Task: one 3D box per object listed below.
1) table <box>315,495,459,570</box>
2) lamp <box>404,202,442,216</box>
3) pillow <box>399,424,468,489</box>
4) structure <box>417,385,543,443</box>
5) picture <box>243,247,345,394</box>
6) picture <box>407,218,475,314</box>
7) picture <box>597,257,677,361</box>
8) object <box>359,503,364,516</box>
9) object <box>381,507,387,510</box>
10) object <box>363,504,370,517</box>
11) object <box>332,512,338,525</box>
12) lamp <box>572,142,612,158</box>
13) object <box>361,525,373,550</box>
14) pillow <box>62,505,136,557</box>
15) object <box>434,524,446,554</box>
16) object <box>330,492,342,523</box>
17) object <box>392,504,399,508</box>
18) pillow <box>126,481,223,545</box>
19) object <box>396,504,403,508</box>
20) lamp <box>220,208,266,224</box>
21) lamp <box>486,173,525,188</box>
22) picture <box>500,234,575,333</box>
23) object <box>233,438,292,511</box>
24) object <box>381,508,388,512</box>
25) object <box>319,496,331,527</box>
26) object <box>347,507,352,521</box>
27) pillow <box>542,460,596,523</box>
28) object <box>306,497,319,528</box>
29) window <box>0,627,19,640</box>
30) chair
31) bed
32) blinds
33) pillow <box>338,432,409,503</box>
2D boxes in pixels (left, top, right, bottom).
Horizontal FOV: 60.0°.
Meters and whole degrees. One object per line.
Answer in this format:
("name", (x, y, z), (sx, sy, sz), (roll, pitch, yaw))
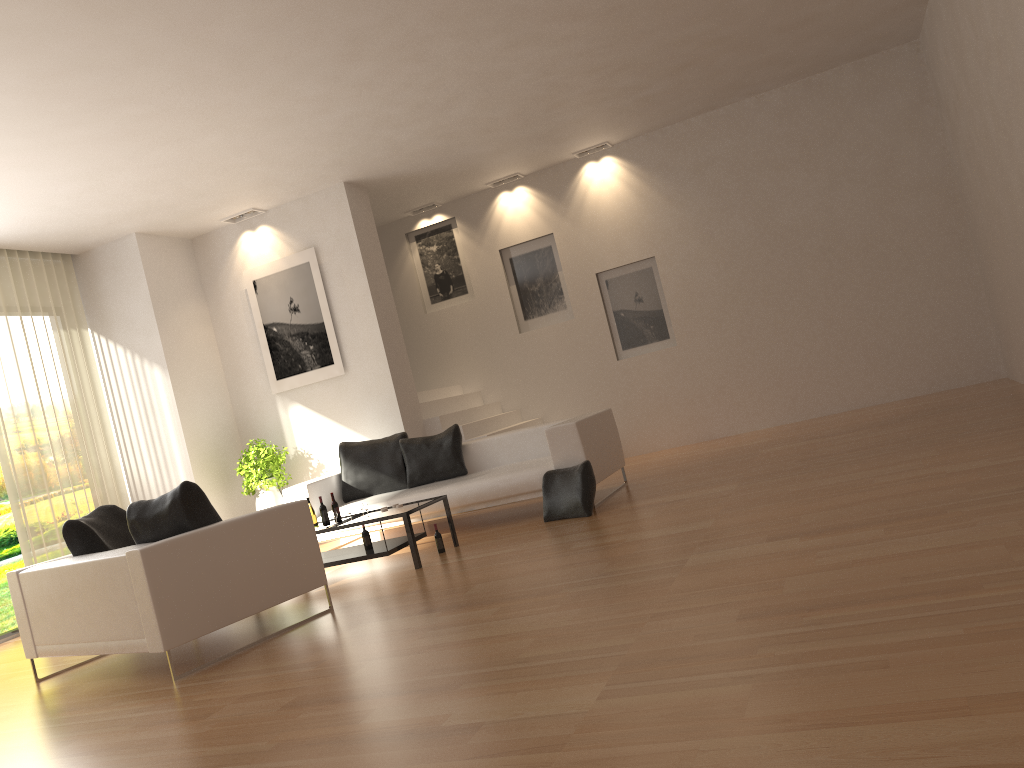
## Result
("table", (-1.306, 1.327, 7.150), (1.566, 0.460, 0.709), (-14, -1, 21))
("lamp", (-1.178, -2.362, 11.614), (0.446, 0.166, 0.243), (-14, -1, 21))
("pillow", (-0.768, 0.714, 8.727), (0.628, 0.524, 0.270), (-14, -1, 5))
("structure", (-1.294, 0.873, 11.063), (4.625, 1.403, 1.839), (-14, -1, 21))
("picture", (-2.434, -0.689, 9.848), (0.979, 1.431, 0.004), (-14, -1, 21))
("picture", (-0.943, -1.570, 11.797), (0.802, 1.155, 0.005), (-14, -1, 21))
("picture", (1.536, -0.918, 10.902), (0.802, 1.155, 0.005), (-14, -1, 21))
("object", (-1.214, 1.015, 7.178), (0.039, 0.101, 0.039), (-14, -1, -21))
("object", (-1.026, 1.001, 7.114), (0.052, 0.021, 0.052), (-14, -1, -1))
("object", (-1.139, 0.993, 6.962), (0.039, 0.101, 0.039), (-14, -1, -21))
("object", (-1.383, 1.054, 6.959), (0.039, 0.101, 0.039), (-13, -1, -27))
("lamp", (0.957, -2.909, 10.759), (0.446, 0.166, 0.243), (-14, -1, 21))
("object", (-1.159, 1.212, 7.042), (0.065, 0.217, 0.065), (-14, -1, 3))
("pillow", (-2.752, 1.127, 6.092), (0.291, 0.598, 0.660), (-14, -1, 11))
("object", (-0.583, 1.230, 7.048), (0.059, 0.244, 0.059), (-14, -1, -2))
("object", (-1.429, 0.999, 7.169), (0.057, 0.248, 0.057), (-15, -1, 39))
("object", (-0.937, 0.979, 7.140), (0.052, 0.021, 0.052), (-14, -1, -1))
("pillow", (-2.009, 0.937, 5.421), (0.506, 0.666, 0.324), (-14, -1, 11))
("object", (-0.887, 0.964, 7.008), (0.052, 0.021, 0.052), (-14, -1, -1))
("lamp", (-3.008, -1.939, 9.864), (0.446, 0.166, 0.243), (-14, -1, 21))
("lamp", (-0.103, -2.637, 11.183), (0.446, 0.166, 0.243), (-14, -1, 21))
("picture", (0.326, -1.279, 11.336), (0.802, 1.155, 0.005), (-14, -1, 21))
("object", (-2.648, 1.234, 9.715), (0.570, 1.324, 0.631), (-15, -1, 36))
("object", (-1.002, 0.992, 6.969), (0.052, 0.021, 0.052), (-15, -1, 44))
("object", (-1.509, 1.019, 7.102), (0.059, 0.244, 0.059), (-14, -1, 21))
("object", (-1.280, 1.029, 7.012), (0.039, 0.101, 0.039), (-14, -1, -21))
("pillow", (0.482, 0.890, 7.286), (0.503, 0.457, 0.340), (-15, -1, 40))
("object", (-1.615, 1.038, 7.136), (0.068, 0.257, 0.067), (-15, -1, 39))
("window", (-5.543, 0.907, 7.284), (0.152, 3.189, 5.198), (-14, -1, 21))
("chair", (-2.217, 1.344, 5.811), (1.671, 0.761, 1.262), (-15, -1, 36))
("bed", (-0.556, 0.979, 8.488), (3.075, 0.761, 1.262), (-14, -1, 21))
("blinds", (-4.710, 0.394, 9.097), (0.143, 3.861, 1.409), (-14, -1, 18))
("pillow", (-1.368, 0.841, 8.942), (0.755, 0.666, 0.346), (-14, -1, 7))
